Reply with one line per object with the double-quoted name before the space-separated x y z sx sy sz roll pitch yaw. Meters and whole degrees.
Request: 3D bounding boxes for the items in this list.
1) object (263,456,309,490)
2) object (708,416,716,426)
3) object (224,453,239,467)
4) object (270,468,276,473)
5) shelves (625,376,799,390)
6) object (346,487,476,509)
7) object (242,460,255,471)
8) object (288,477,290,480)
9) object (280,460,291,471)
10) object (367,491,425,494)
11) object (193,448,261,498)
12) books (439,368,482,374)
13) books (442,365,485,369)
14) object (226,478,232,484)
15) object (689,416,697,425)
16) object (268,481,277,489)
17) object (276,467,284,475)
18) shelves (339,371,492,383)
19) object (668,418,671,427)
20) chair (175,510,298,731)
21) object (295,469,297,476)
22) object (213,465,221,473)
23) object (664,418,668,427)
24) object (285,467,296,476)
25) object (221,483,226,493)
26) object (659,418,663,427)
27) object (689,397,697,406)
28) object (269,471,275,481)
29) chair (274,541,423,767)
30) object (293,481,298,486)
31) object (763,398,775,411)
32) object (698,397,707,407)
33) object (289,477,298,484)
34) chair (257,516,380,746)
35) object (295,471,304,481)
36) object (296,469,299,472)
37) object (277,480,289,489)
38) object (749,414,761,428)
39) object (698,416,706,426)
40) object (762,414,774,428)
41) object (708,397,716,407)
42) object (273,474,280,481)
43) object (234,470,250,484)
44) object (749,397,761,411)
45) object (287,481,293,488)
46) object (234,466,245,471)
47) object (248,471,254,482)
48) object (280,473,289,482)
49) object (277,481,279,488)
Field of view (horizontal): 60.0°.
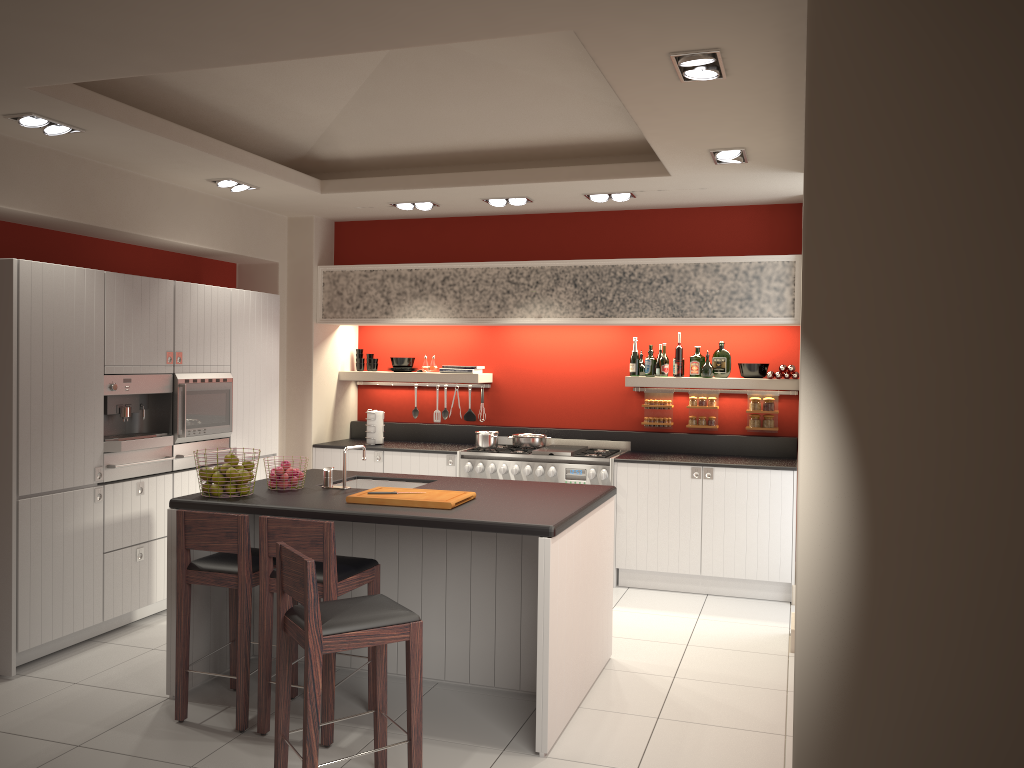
"object" -1.265 0.499 4.965 0.248 0.168 0.248 1 1 6
"object" 1.667 0.314 7.399 0.068 0.088 0.068 2 2 39
"object" -1.490 0.404 4.711 0.078 0.080 0.078 1 1 18
"object" -1.330 0.496 4.977 0.049 0.049 0.048 1 1 25
"shelves" 1.651 -0.010 7.308 1.379 0.083 0.376 1 1 18
"object" -0.515 0.585 4.582 0.570 0.033 0.372 1 1 16
"object" -1.412 0.438 4.749 0.067 0.064 0.067 1 1 19
"object" -1.272 0.518 5.001 0.055 0.056 0.055 1 1 28
"object" -1.262 0.454 4.945 0.056 0.058 0.056 0 1 -27
"object" -0.594 0.562 4.584 0.302 0.010 0.035 1 1 -12
"object" -1.506 0.467 4.690 0.341 0.232 0.341 0 2 -39
"books" -0.458 -0.118 7.958 0.331 0.042 0.207 1 2 23
"books" -0.435 -0.152 7.973 0.332 0.026 0.207 1 1 18
"object" -1.531 0.512 4.761 0.064 0.060 0.064 1 1 13
"object" 1.519 0.311 7.447 0.068 0.088 0.068 2 2 39
"object" -1.331 0.557 4.934 0.050 0.049 0.049 0 1 -16
"object" -1.282 0.480 4.886 0.048 0.046 0.048 0 1 -26
"shelves" -0.891 -0.065 8.131 1.379 0.083 0.376 1 1 18
"object" 1.335 0.325 7.523 0.034 0.078 0.034 2 1 39
"chair" -1.355 1.107 4.409 0.383 1.008 0.474 1 1 18
"object" -1.228 0.497 4.981 0.041 0.044 0.045 1 1 -12
"object" -1.558 0.463 4.710 0.057 0.061 0.062 2 1 33
"object" 1.301 0.325 7.493 0.034 0.078 0.034 2 1 39
"object" -1.229 0.491 4.927 0.051 0.055 0.056 2 1 32
"object" -1.526 0.555 4.712 0.055 0.054 0.053 1 1 22
"object" 1.264 0.324 7.505 0.034 0.078 0.034 2 1 39
"object" 1.521 0.150 7.444 0.068 0.088 0.068 2 2 39
"object" -1.321 0.514 4.933 0.059 0.059 0.060 1 1 30
"chair" -0.646 1.139 3.504 0.474 1.008 0.383 0 1 -32
"object" -1.238 0.556 5.027 0.050 0.049 0.049 0 1 -16
"object" 2.100 0.170 7.253 0.093 0.120 0.094 2 2 39
"object" 1.595 0.152 7.420 0.068 0.088 0.068 2 2 39
"object" -1.217 0.534 4.942 0.046 0.043 0.046 0 1 -32
"chair" -0.916 1.117 4.267 0.383 1.008 0.474 1 1 20
"object" -1.200 0.519 4.998 0.055 0.056 0.055 1 1 28
"object" -1.233 0.502 5.033 0.056 0.050 0.055 0 2 -34
"object" -1.270 0.553 4.919 0.062 0.057 0.061 1 1 18
"object" 1.997 0.305 7.288 0.093 0.120 0.094 2 2 39
"object" 1.593 0.312 7.423 0.068 0.088 0.068 2 2 39
"object" 2.098 0.307 7.255 0.093 0.120 0.094 2 2 39
"object" 1.670 0.154 7.396 0.068 0.088 0.068 2 2 39
"object" -1.301 0.517 4.895 0.041 0.041 0.040 0 2 -35
"object" -1.421 0.491 4.667 0.082 0.082 0.082 0 1 -15
"object" 1.999 0.168 7.285 0.093 0.120 0.094 2 2 39
"object" -1.246 0.563 4.966 0.040 0.039 0.039 0 1 -23
"object" -1.448 0.456 4.707 0.056 0.054 0.057 1 1 -11
"object" -1.404 0.491 4.724 0.057 0.057 0.055 1 1 10
"object" -1.256 0.515 4.890 0.048 0.046 0.048 0 1 -23
"object" -1.301 0.557 4.968 0.050 0.049 0.049 0 1 -16
